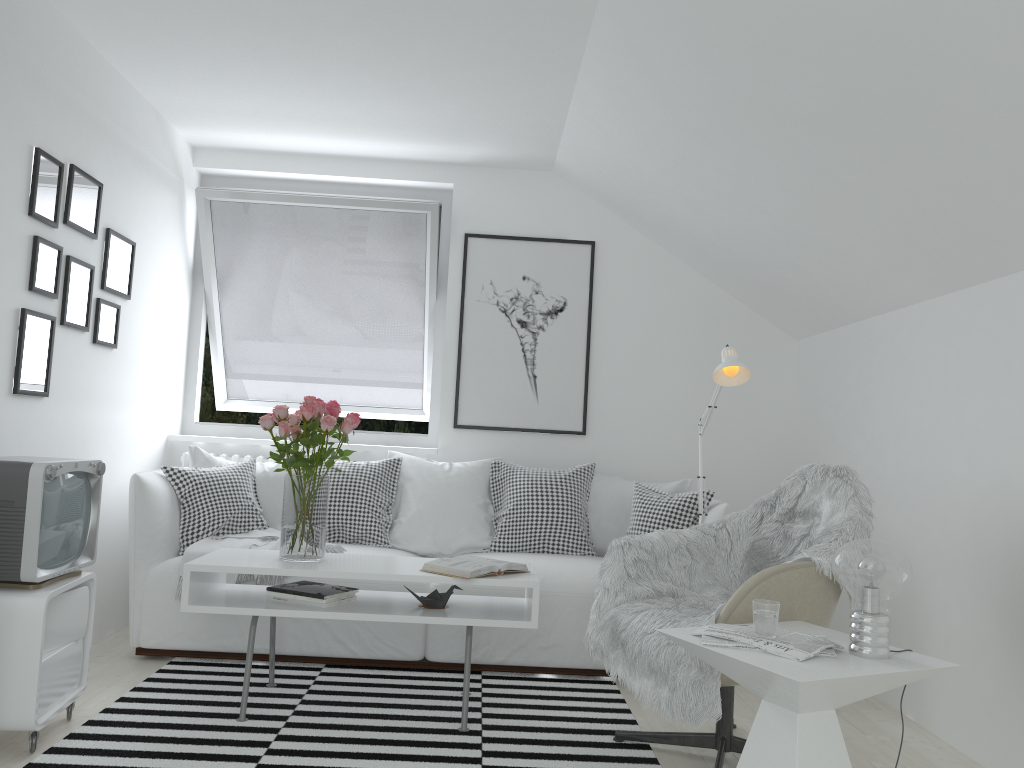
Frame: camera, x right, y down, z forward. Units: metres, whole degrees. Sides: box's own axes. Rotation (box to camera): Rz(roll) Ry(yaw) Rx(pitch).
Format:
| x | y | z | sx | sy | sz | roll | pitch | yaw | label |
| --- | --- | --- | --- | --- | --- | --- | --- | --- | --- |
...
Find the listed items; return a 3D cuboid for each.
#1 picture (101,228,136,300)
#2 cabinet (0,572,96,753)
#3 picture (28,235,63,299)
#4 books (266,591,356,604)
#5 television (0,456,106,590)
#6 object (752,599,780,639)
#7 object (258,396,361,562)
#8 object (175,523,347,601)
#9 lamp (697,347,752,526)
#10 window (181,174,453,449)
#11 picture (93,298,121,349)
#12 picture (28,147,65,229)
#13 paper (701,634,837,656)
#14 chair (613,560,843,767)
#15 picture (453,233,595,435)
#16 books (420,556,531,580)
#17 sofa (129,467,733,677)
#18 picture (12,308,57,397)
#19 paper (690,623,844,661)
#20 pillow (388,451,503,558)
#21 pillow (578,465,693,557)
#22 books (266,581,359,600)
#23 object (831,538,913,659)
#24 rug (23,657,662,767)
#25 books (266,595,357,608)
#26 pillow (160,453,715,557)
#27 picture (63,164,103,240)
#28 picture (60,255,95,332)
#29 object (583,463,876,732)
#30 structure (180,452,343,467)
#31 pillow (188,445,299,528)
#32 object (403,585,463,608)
| x | y | z | sx | sy | sz | roll | pitch | yaw | label |
| --- | --- | --- | --- | --- | --- | --- | --- | --- | --- |
| -1.744 | -0.527 | 3.936 | 0.019 | 0.266 | 0.290 | 3 | -4 | -2 | picture |
| -1.554 | 0.843 | 2.731 | 0.350 | 0.477 | 0.467 | 4 | -4 | -8 | cabinet |
| -1.729 | -0.430 | 3.294 | 0.018 | 0.202 | 0.196 | 3 | -4 | -2 | picture |
| -0.725 | 0.757 | 3.206 | 0.254 | 0.014 | 0.191 | 2 | -4 | 23 | books |
| -1.496 | 0.421 | 2.764 | 0.273 | 0.374 | 0.414 | 3 | -4 | -2 | television |
| 0.635 | 0.590 | 2.221 | 0.067 | 0.087 | 0.067 | 3 | -4 | -4 | object |
| -0.746 | 0.342 | 3.240 | 0.350 | 0.599 | 0.327 | 2 | -4 | 18 | object |
| -1.055 | 0.792 | 4.024 | 0.670 | 0.291 | 0.831 | 3 | -4 | -3 | object |
| 0.741 | 0.557 | 3.358 | 0.196 | 1.373 | 0.527 | 3 | -4 | 3 | lamp |
| -3.573 | -0.297 | 6.859 | 12.055 | 8.137 | 4.514 | 3 | -4 | -2 | window |
| -1.757 | -0.260 | 3.850 | 0.017 | 0.194 | 0.218 | 3 | -4 | -2 | picture |
| -1.712 | -0.718 | 3.264 | 0.018 | 0.248 | 0.196 | 3 | -4 | -2 | picture |
| 0.635 | 0.640 | 2.217 | 0.312 | 0.015 | 0.205 | 2 | -4 | 13 | paper |
| 0.762 | 0.748 | 2.933 | 0.776 | 0.941 | 0.719 | 5 | -4 | -27 | chair |
| 0.071 | -0.274 | 4.855 | 0.720 | 1.072 | 0.015 | 3 | -4 | -2 | picture |
| -0.128 | 0.652 | 3.178 | 0.231 | 0.040 | 0.342 | 0 | -5 | 40 | books |
| -0.364 | 0.852 | 4.156 | 2.647 | 0.768 | 0.917 | 3 | -4 | -2 | sofa |
| -1.745 | -0.110 | 3.247 | 0.019 | 0.306 | 0.232 | 3 | -4 | -2 | picture |
| 0.635 | 0.637 | 2.218 | 0.205 | 0.024 | 0.312 | 6 | -5 | -42 | paper |
| -0.350 | 0.598 | 4.352 | 0.599 | 0.505 | 0.391 | 3 | -4 | -2 | pillow |
| 0.580 | 0.664 | 4.366 | 0.623 | 0.498 | 0.333 | 1 | -4 | 32 | pillow |
| -0.720 | 0.745 | 3.212 | 0.257 | 0.012 | 0.207 | 1 | -4 | 26 | books |
| 0.871 | 0.516 | 2.154 | 0.185 | 0.279 | 0.185 | 4 | -4 | -8 | object |
| -0.444 | 1.121 | 2.385 | 1.846 | 0.004 | 4.362 | 3 | -4 | -2 | rug |
| -0.723 | 0.772 | 3.202 | 0.259 | 0.014 | 0.191 | 1 | -4 | 25 | books |
| -0.351 | 0.592 | 4.212 | 2.488 | 0.513 | 0.676 | 3 | -4 | 0 | pillow |
| -1.719 | -0.727 | 3.563 | 0.021 | 0.236 | 0.275 | 3 | -4 | -2 | picture |
| -1.742 | -0.359 | 3.562 | 0.018 | 0.274 | 0.225 | 3 | -4 | -2 | picture |
| 0.761 | 0.642 | 2.939 | 0.954 | 0.789 | 0.784 | 4 | -4 | -21 | object |
| -0.931 | 0.730 | 4.713 | 1.655 | 0.660 | 0.206 | 3 | -4 | -2 | structure |
| -1.297 | 0.558 | 4.346 | 0.617 | 0.491 | 0.321 | 5 | -4 | -28 | pillow |
| -0.287 | 0.759 | 3.209 | 0.194 | 0.088 | 0.186 | 4 | -4 | -13 | object |
